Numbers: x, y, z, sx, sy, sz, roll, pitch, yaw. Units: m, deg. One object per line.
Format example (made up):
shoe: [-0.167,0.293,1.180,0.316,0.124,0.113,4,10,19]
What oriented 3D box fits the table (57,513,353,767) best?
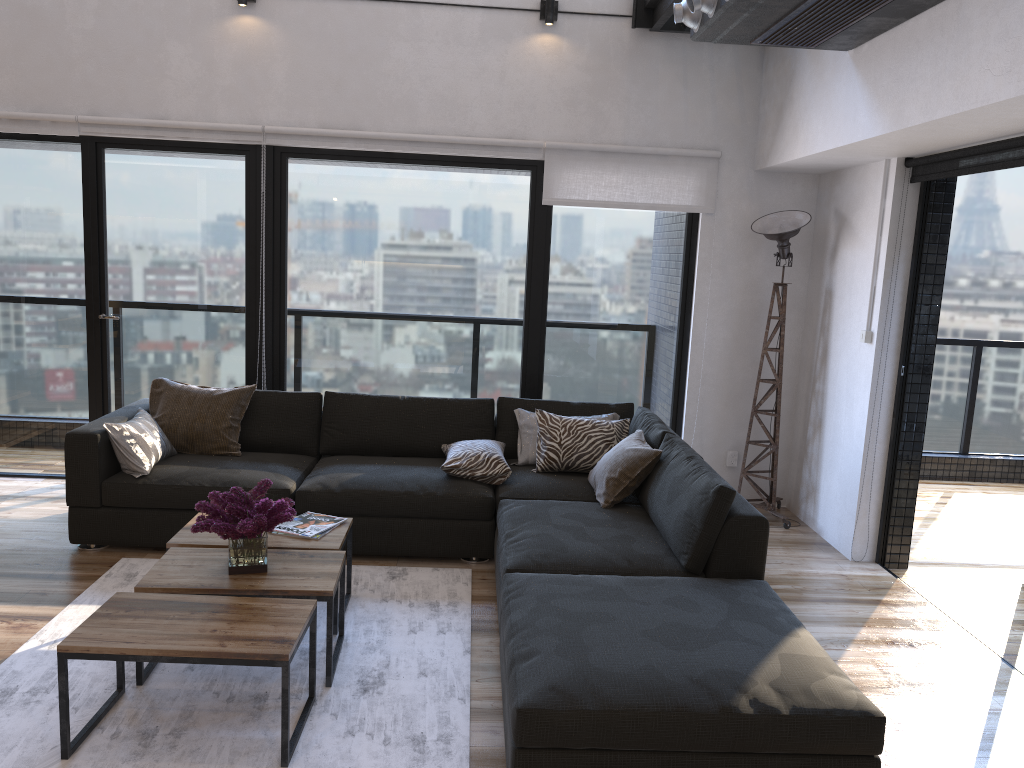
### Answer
table: [-0.965,0.829,3.164,0.697,0.351,1.295,2,9,-3]

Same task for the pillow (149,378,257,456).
pillow: [-1.705,0.178,4.763,0.609,0.383,0.264,2,9,-2]

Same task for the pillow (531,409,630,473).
pillow: [0.372,0.310,4.680,0.532,0.315,0.250,3,9,1]

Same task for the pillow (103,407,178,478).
pillow: [-1.845,0.287,4.435,0.212,0.266,0.497,2,9,-2]

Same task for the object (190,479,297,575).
object: [-0.931,0.485,3.129,0.342,0.344,0.374,3,9,-1]

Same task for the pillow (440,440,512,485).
pillow: [-0.197,0.396,4.645,0.356,0.178,0.529,2,9,-5]

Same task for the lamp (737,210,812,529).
lamp: [1.096,-0.088,5.024,1.468,1.832,0.424,0,10,-17]

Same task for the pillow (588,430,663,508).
pillow: [0.534,0.407,4.292,0.273,0.310,0.545,2,9,-3]

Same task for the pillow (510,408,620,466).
pillow: [0.300,0.307,4.835,0.611,0.294,0.234,2,9,-2]

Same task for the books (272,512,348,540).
books: [-0.829,0.580,3.641,0.228,0.013,0.294,6,9,18]

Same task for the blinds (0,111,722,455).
blinds: [-1.445,-0.466,5.227,5.369,2.049,0.095,2,9,-3]

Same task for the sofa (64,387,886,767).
sofa: [-0.564,0.587,3.744,3.044,0.702,2.991,2,9,-3]

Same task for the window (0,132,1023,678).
window: [-1.526,-1.665,3.350,13.397,5.581,5.649,2,9,-3]

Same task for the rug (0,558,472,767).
rug: [-0.966,1.008,3.156,1.637,0.003,2.108,2,8,-3]

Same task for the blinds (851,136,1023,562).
blinds: [2.672,0.241,2.563,3.855,2.057,1.827,10,12,41]
